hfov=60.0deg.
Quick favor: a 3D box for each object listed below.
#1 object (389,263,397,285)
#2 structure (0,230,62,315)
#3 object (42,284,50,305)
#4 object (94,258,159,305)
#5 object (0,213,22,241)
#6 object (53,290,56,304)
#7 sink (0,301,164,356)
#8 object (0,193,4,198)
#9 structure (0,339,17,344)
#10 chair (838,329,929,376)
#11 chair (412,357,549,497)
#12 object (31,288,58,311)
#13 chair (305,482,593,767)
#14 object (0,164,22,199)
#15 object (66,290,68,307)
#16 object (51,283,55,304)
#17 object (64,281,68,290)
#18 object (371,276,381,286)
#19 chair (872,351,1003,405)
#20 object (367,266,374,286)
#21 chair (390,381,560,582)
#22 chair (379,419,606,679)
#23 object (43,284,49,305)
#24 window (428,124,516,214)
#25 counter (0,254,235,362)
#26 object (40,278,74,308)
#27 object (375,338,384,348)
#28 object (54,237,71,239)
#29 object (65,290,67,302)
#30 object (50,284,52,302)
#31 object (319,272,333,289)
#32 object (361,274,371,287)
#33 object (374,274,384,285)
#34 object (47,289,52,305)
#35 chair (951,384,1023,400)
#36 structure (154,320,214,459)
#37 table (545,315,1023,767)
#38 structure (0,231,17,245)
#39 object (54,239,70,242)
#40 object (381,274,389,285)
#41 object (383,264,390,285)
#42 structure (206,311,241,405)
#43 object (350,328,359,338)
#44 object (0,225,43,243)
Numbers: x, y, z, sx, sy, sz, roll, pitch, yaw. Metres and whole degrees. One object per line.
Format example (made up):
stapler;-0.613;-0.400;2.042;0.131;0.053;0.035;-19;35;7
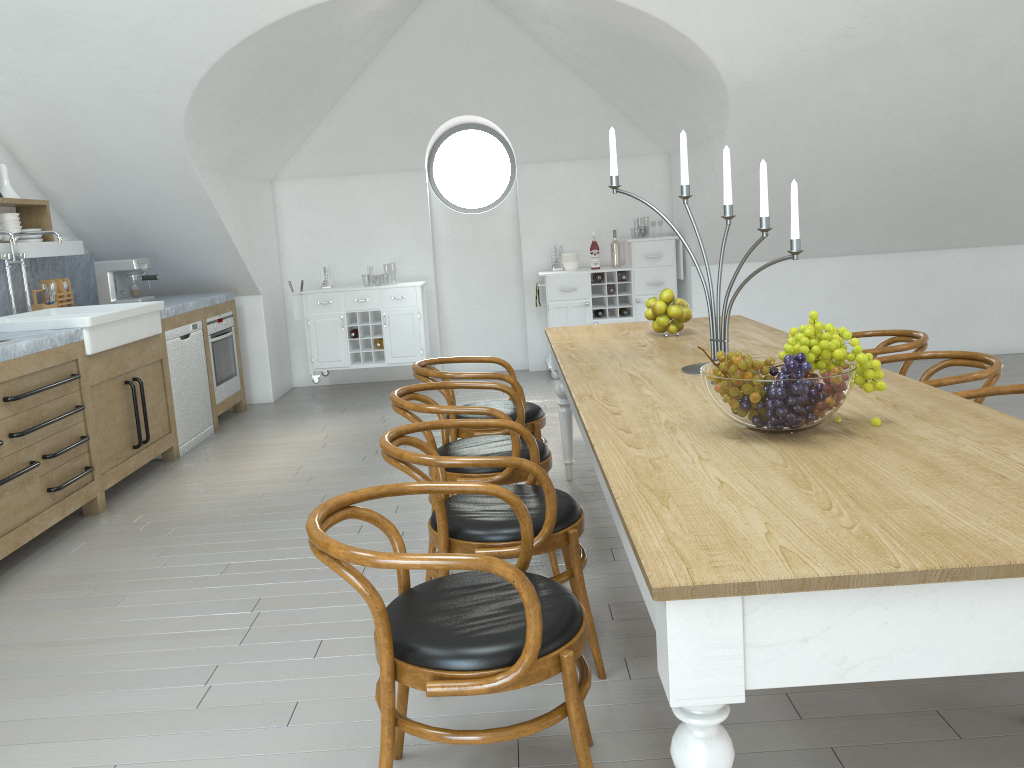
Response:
object;-1.018;-0.944;7.593;0.063;0.186;0.063;-6;9;-15
structure;-2.809;-0.634;5.250;0.333;0.527;0.215;-7;9;-19
object;-3.001;-0.550;5.712;0.042;0.191;0.040;3;11;37
object;-2.707;-0.730;6.330;0.386;0.319;0.326;-4;9;0
object;-3.039;-0.944;5.342;0.154;0.159;0.158;1;10;28
object;-2.959;-0.543;5.726;0.044;0.178;0.020;-6;9;-15
sink;-2.506;-0.307;5.016;0.727;0.201;1.025;-4;10;0
object;-3.097;-1.224;5.215;0.156;0.267;0.157;-3;9;4
structure;-2.594;-0.100;3.719;0.647;0.041;0.741;-4;10;0
chair;1.603;0.137;4.132;0.621;0.732;0.530;-3;9;3
chair;-0.134;0.243;4.180;0.621;0.732;0.529;-4;9;-3
object;-3.001;-0.524;5.666;0.100;0.170;0.173;-4;9;2
chair;-0.122;0.625;2.027;0.621;0.732;0.530;-4;9;0
object;-3.107;-1.238;5.441;0.156;0.217;0.156;-7;9;-18
object;-2.990;-0.589;5.942;0.019;0.195;0.022;-4;8;1
object;-2.953;-0.554;5.712;0.042;0.191;0.040;2;11;36
object;-2.977;-0.589;5.918;0.040;0.191;0.042;-11;11;-39
object;-1.150;-0.872;7.528;0.077;0.085;0.077;-6;9;-12
chair;1.542;0.268;3.417;0.621;0.732;0.529;-5;9;-5
object;-1.205;-0.917;7.562;0.048;0.168;0.048;-6;9;-12
chair;-0.136;0.371;3.465;0.621;0.732;0.530;-3;9;3
chair;-0.069;0.494;2.744;0.621;0.732;0.529;-4;9;-3
object;-2.983;-0.545;5.693;0.019;0.195;0.022;-6;9;-12
window;-0.367;-1.962;8.102;0.900;0.896;0.060;-4;8;0
counter;-2.683;-0.400;3.932;0.961;0.617;6.606;-4;10;0
object;-3.016;-0.588;5.883;0.104;0.222;0.201;-4;9;0
object;-1.126;-0.351;7.601;0.082;0.082;0.318;-4;10;0
object;-3.075;-0.964;5.942;0.213;0.025;0.214;-6;10;-12
object;-2.986;-0.587;5.932;0.020;0.195;0.018;0;9;22
object;-2.971;-0.549;5.712;0.023;0.195;0.018;-5;8;-5
object;-1.618;-0.898;7.720;0.101;0.137;0.067;-4;9;0
object;-1.229;-0.870;7.490;0.082;0.105;0.082;-2;9;13
object;-1.148;-0.892;7.618;0.094;0.093;0.094;-6;9;-12
object;-2.963;-0.536;5.688;0.020;0.178;0.044;-10;10;-34
chair;1.533;0.396;2.697;0.621;0.732;0.530;-4;9;0
structure;-2.468;0.032;6.011;0.598;0.819;0.727;-4;9;0
table;0.721;0.360;3.004;1.018;0.795;3.364;-4;10;0
structure;-2.804;-0.549;4.767;0.333;0.527;0.215;-7;9;-19
object;-3.074;-0.956;5.943;0.213;0.025;0.214;-6;10;-12
object;-1.076;-0.890;7.561;0.071;0.098;0.071;0;10;23
object;-1.074;-0.942;7.624;0.054;0.178;0.054;-7;9;-22
structure;-2.478;-0.194;6.744;0.631;0.634;0.635;-4;9;0
object;-1.331;-0.432;7.549;0.082;0.084;0.319;-4;10;1
object;-3.063;-0.940;5.341;0.198;0.195;0.660;-4;10;0
